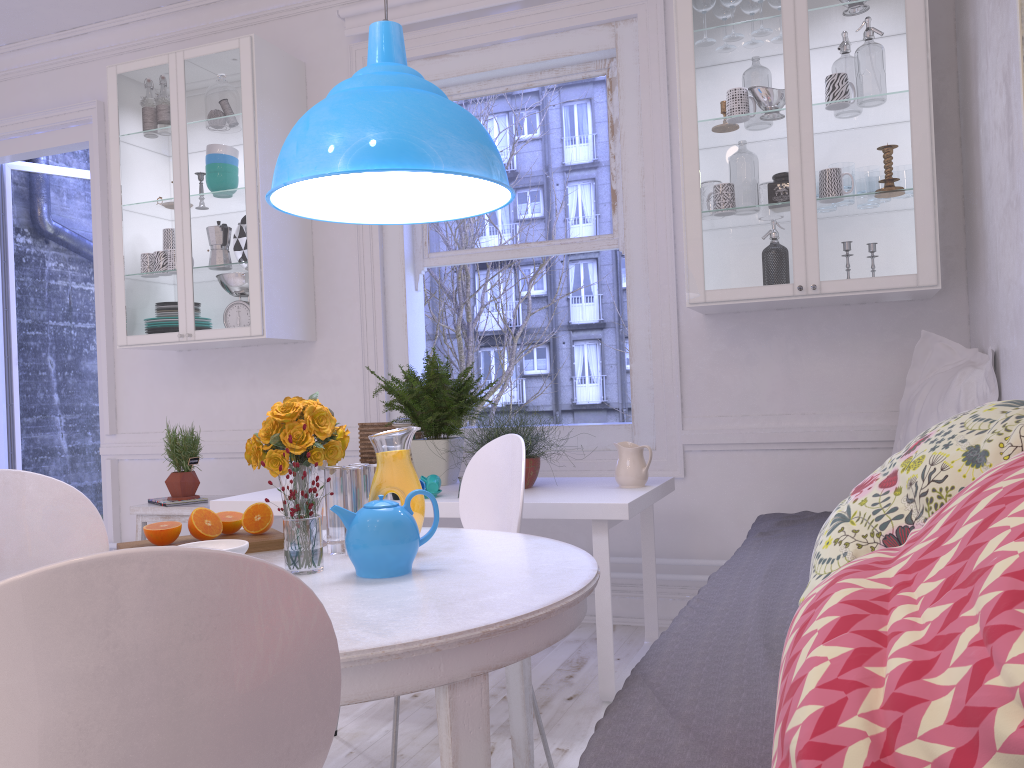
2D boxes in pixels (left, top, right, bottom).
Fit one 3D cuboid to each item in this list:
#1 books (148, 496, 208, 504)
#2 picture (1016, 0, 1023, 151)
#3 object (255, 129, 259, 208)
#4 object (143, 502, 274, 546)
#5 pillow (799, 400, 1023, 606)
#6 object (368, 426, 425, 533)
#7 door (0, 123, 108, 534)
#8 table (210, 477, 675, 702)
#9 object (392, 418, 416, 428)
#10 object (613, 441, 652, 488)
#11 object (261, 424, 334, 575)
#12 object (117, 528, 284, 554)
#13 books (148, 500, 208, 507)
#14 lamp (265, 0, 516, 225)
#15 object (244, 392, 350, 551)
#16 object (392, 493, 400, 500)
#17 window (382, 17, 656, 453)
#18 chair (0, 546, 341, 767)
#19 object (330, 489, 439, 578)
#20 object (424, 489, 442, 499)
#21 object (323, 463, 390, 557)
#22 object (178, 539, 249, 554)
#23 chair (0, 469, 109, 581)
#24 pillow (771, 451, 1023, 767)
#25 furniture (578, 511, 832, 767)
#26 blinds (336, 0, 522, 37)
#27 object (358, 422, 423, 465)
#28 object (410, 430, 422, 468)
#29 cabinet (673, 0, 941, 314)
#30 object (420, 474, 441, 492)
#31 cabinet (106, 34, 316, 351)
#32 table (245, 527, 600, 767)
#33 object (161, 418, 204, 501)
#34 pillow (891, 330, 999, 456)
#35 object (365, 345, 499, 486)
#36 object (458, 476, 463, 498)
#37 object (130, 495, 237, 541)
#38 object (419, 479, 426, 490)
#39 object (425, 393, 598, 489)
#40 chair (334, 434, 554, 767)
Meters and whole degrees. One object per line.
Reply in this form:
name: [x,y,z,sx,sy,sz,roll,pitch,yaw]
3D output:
books: [-1.469,0.507,3.897,0.180,0.007,0.246,-2,-1,-39]
picture: [0.848,-0.775,1.322,0.020,0.629,0.971,-3,-1,21]
object: [-1.398,-0.837,4.138,0.811,0.651,0.376,-3,-1,21]
object: [-0.699,0.318,2.038,0.285,0.075,0.129,-2,-1,-33]
pillow: [0.780,0.254,1.589,0.509,0.447,0.592,-3,-1,26]
object: [-0.245,0.224,1.855,0.116,0.267,0.094,-2,-1,-42]
door: [-2.408,-0.133,5.329,1.009,2.474,1.021,-3,-1,21]
table: [-0.221,0.688,3.214,1.514,0.619,0.736,-3,-1,21]
object: [-0.398,0.159,3.543,0.163,0.047,0.164,-2,-1,-20]
object: [0.413,0.274,3.031,0.127,0.152,0.115,-2,0,3]
object: [-0.405,0.219,1.709,0.128,0.287,0.128,-3,-1,23]
object: [-0.698,0.366,2.012,0.347,0.024,0.224,-2,-1,-29]
books: [-1.469,0.516,3.897,0.180,0.011,0.246,-2,-1,-39]
lamp: [-0.316,-1.393,2.057,0.568,1.948,0.568,-2,-1,-35]
object: [-0.475,0.193,1.978,0.234,0.351,0.235,-2,0,-14]
object: [-0.381,0.344,2.933,0.070,0.077,0.055,-2,-1,-44]
window: [0.017,-0.594,3.941,1.234,1.782,0.181,-3,-1,21]
chair: [-0.438,0.566,0.928,0.604,0.845,0.483,-2,-1,-34]
object: [-0.237,0.280,1.674,0.156,0.151,0.150,-3,-1,24]
object: [-0.294,0.368,2.968,0.121,0.021,0.121,-2,-1,-29]
object: [-0.333,0.269,1.916,0.122,0.186,0.101,-2,-1,-39]
object: [-0.596,0.346,1.756,0.147,0.052,0.147,-2,-1,-27]
chair: [-0.847,0.590,1.764,0.483,0.845,0.604,-3,-1,21]
pillow: [0.534,0.263,0.950,0.491,0.424,0.587,-3,-1,24]
furniture: [0.647,0.694,1.609,0.769,0.508,3.296,-3,-1,21]
blinds: [-0.104,-1.660,3.778,1.451,0.131,0.136,-3,-1,21]
object: [-0.500,0.277,3.686,0.294,0.237,0.028,-3,-1,21]
object: [-0.392,0.285,3.531,0.159,0.208,0.185,-3,-1,21]
cabinet: [1.041,-0.948,3.187,0.823,1.311,0.425,-3,-1,21]
object: [-0.273,0.335,2.969,0.069,0.059,0.082,-2,0,-1]
cabinet: [-1.405,-0.837,4.118,0.823,1.311,0.425,-3,-1,21]
table: [-0.391,0.677,1.694,1.140,0.629,1.140,-2,-1,-40]
object: [-1.432,0.317,3.871,0.186,0.367,0.196,-2,-1,-24]
pillow: [1.388,0.134,2.888,0.374,0.642,0.677,-2,0,-9]
object: [-0.305,0.119,3.373,0.438,0.527,0.368,-3,-1,21]
object: [-0.147,0.339,2.912,0.066,0.067,0.052,-3,-1,21]
object: [-1.417,0.786,3.845,0.418,0.534,0.599,-3,-1,21]
object: [-0.310,0.343,2.970,0.069,0.058,0.080,-2,0,-6]
object: [-0.002,0.203,3.155,0.531,0.367,0.668,-2,-1,-45]
chair: [-0.196,0.568,2.364,0.483,0.845,0.604,-2,-1,-24]
